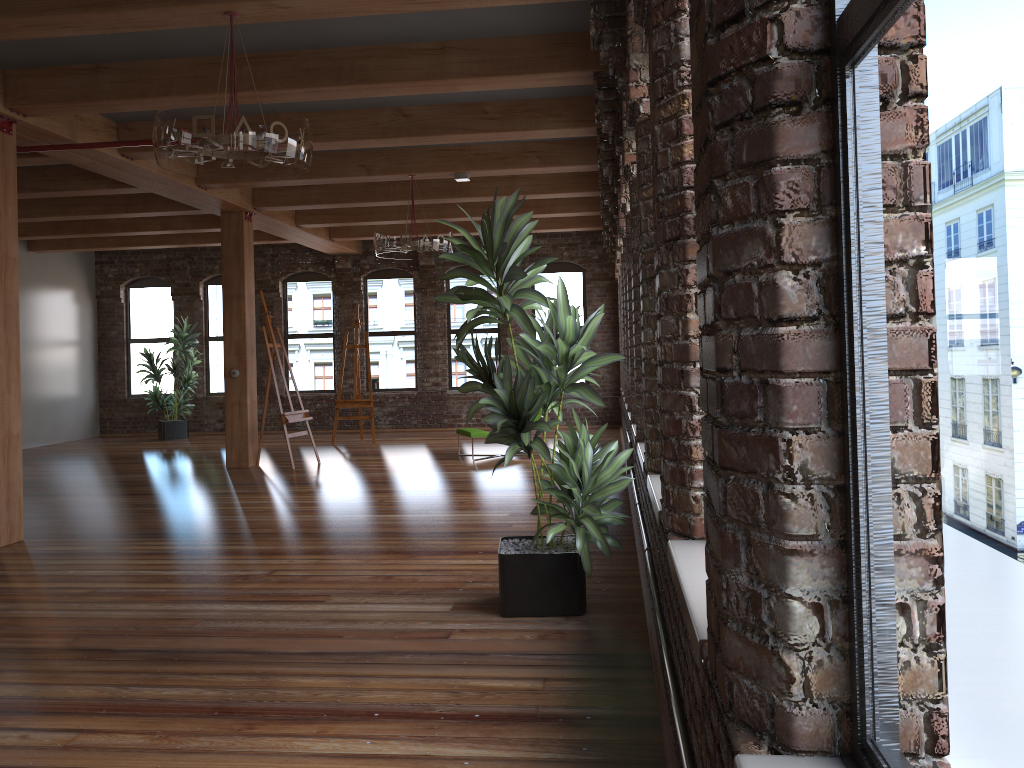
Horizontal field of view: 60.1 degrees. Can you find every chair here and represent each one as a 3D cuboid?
[{"bbox_3d":[-0.160,0.511,11.174,0.956,0.797,0.680,-2,0,-19],"label":"chair"}]

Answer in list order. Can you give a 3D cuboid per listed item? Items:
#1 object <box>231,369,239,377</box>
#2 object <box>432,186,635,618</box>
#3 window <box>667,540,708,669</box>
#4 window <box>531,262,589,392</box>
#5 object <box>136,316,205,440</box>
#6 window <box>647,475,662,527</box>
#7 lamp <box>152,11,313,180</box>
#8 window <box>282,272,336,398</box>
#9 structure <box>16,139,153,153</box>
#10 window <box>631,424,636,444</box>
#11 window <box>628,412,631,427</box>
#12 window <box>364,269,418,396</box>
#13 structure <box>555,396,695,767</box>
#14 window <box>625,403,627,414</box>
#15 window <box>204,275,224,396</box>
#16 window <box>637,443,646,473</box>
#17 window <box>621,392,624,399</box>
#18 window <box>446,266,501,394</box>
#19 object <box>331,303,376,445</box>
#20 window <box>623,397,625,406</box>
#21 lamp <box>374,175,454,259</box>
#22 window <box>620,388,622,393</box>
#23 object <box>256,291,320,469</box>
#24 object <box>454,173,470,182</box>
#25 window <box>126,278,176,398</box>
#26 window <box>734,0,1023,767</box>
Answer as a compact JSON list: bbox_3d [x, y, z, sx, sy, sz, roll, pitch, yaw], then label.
[{"bbox_3d":[-3.327,-0.128,10.616,0.095,0.095,0.061,-1,0,6],"label":"object"},{"bbox_3d":[0.178,0.070,4.515,0.966,2.105,1.080,-2,0,19],"label":"object"},{"bbox_3d":[0.517,-0.551,2.268,0.235,2.216,0.968,-2,0,6],"label":"window"},{"bbox_3d":[0.816,-0.984,15.181,0.968,2.220,0.218,-2,-1,6],"label":"window"},{"bbox_3d":[-5.842,-0.122,15.171,1.080,2.105,0.966,-1,0,-16],"label":"object"},{"bbox_3d":[0.677,-0.604,3.725,0.235,2.216,0.968,-2,0,6],"label":"window"},{"bbox_3d":[-1.478,-1.563,4.702,0.809,0.815,0.809,-2,1,-41],"label":"lamp"},{"bbox_3d":[-3.581,-0.879,15.659,0.968,2.229,0.221,-2,-1,6],"label":"window"},{"bbox_3d":[-5.304,-1.896,7.301,6.807,0.112,0.051,-1,0,6],"label":"structure"},{"bbox_3d":[0.995,-0.708,6.643,0.232,2.216,0.968,-2,0,6],"label":"window"},{"bbox_3d":[1.157,-0.761,8.101,0.236,2.216,0.968,-2,0,6],"label":"window"},{"bbox_3d":[-2.124,-0.912,15.500,0.968,2.229,0.221,-2,-1,6],"label":"window"},{"bbox_3d":[1.069,0.536,8.295,1.633,0.313,13.710,-2,2,-1],"label":"structure"},{"bbox_3d":[1.313,-0.813,9.560,0.230,2.216,0.968,-2,0,6],"label":"window"},{"bbox_3d":[-5.034,-0.877,15.886,0.968,2.170,0.086,-2,-1,6],"label":"window"},{"bbox_3d":[0.837,-0.656,5.184,0.235,2.216,0.968,-2,0,6],"label":"window"},{"bbox_3d":[1.633,-0.918,12.475,0.231,2.216,0.968,-2,0,6],"label":"window"},{"bbox_3d":[-0.662,-0.950,15.342,0.968,2.220,0.218,-2,-1,6],"label":"window"},{"bbox_3d":[-2.387,-0.182,13.575,0.662,2.142,0.684,-2,-1,1],"label":"object"},{"bbox_3d":[1.474,-0.866,11.015,0.233,2.216,0.968,-2,0,6],"label":"window"},{"bbox_3d":[-1.005,-1.719,9.024,0.809,0.815,0.810,-1,1,42],"label":"lamp"},{"bbox_3d":[1.796,-0.971,13.959,0.232,2.216,0.968,-2,0,6],"label":"window"},{"bbox_3d":[-2.816,-0.077,10.752,0.684,2.142,0.662,-2,-1,16],"label":"object"},{"bbox_3d":[-0.505,-2.111,9.011,0.145,0.072,0.147,-1,1,6],"label":"object"},{"bbox_3d":[-6.517,-0.843,16.048,0.968,2.170,0.086,-2,-1,6],"label":"window"},{"bbox_3d":[0.358,-0.499,0.811,0.235,2.216,0.968,-2,0,6],"label":"window"}]
